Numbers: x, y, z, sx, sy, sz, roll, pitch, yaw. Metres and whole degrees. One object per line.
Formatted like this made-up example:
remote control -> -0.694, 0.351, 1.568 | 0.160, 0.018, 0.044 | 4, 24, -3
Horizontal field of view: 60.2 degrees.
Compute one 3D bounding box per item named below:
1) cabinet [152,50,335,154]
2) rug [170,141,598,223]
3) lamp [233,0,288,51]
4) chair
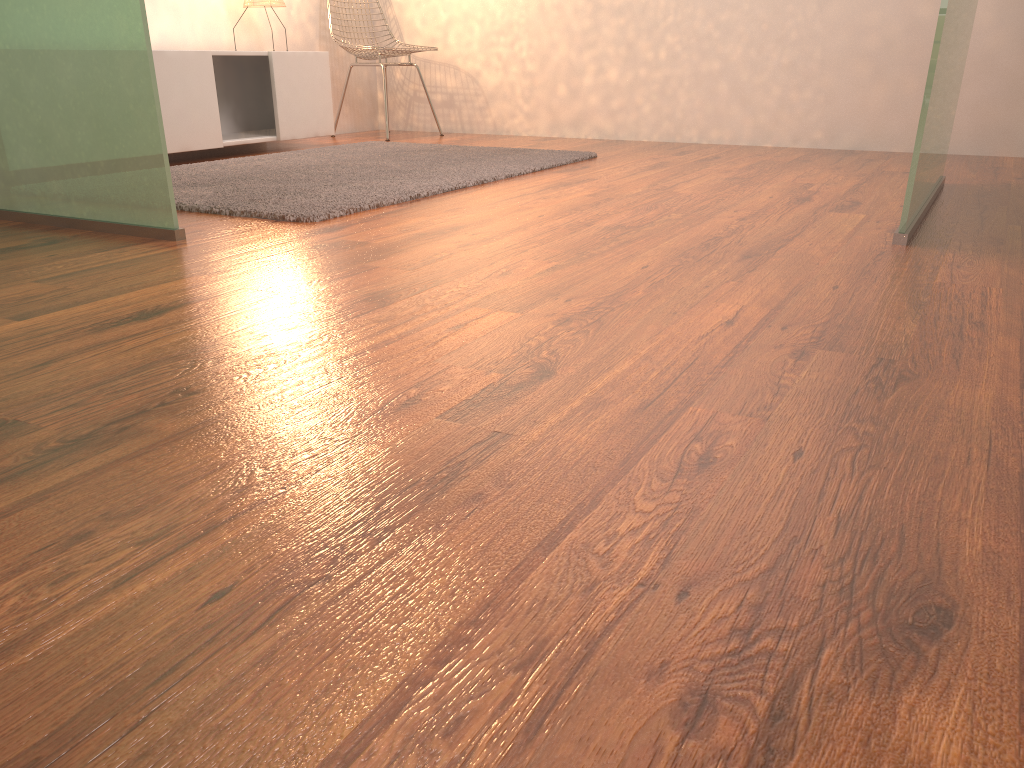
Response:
cabinet -> -1.518, -1.238, 3.849 | 0.400, 0.404, 1.778 | 12, 23, 26
rug -> -0.648, -0.855, 3.540 | 1.273, 0.009, 2.010 | 11, 23, 26
lamp -> -1.237, -2.175, 4.161 | 0.269, 1.138, 0.253 | -7, 25, -16
chair -> -0.741, -1.879, 4.978 | 0.555, 0.934, 0.530 | 17, 28, 34
